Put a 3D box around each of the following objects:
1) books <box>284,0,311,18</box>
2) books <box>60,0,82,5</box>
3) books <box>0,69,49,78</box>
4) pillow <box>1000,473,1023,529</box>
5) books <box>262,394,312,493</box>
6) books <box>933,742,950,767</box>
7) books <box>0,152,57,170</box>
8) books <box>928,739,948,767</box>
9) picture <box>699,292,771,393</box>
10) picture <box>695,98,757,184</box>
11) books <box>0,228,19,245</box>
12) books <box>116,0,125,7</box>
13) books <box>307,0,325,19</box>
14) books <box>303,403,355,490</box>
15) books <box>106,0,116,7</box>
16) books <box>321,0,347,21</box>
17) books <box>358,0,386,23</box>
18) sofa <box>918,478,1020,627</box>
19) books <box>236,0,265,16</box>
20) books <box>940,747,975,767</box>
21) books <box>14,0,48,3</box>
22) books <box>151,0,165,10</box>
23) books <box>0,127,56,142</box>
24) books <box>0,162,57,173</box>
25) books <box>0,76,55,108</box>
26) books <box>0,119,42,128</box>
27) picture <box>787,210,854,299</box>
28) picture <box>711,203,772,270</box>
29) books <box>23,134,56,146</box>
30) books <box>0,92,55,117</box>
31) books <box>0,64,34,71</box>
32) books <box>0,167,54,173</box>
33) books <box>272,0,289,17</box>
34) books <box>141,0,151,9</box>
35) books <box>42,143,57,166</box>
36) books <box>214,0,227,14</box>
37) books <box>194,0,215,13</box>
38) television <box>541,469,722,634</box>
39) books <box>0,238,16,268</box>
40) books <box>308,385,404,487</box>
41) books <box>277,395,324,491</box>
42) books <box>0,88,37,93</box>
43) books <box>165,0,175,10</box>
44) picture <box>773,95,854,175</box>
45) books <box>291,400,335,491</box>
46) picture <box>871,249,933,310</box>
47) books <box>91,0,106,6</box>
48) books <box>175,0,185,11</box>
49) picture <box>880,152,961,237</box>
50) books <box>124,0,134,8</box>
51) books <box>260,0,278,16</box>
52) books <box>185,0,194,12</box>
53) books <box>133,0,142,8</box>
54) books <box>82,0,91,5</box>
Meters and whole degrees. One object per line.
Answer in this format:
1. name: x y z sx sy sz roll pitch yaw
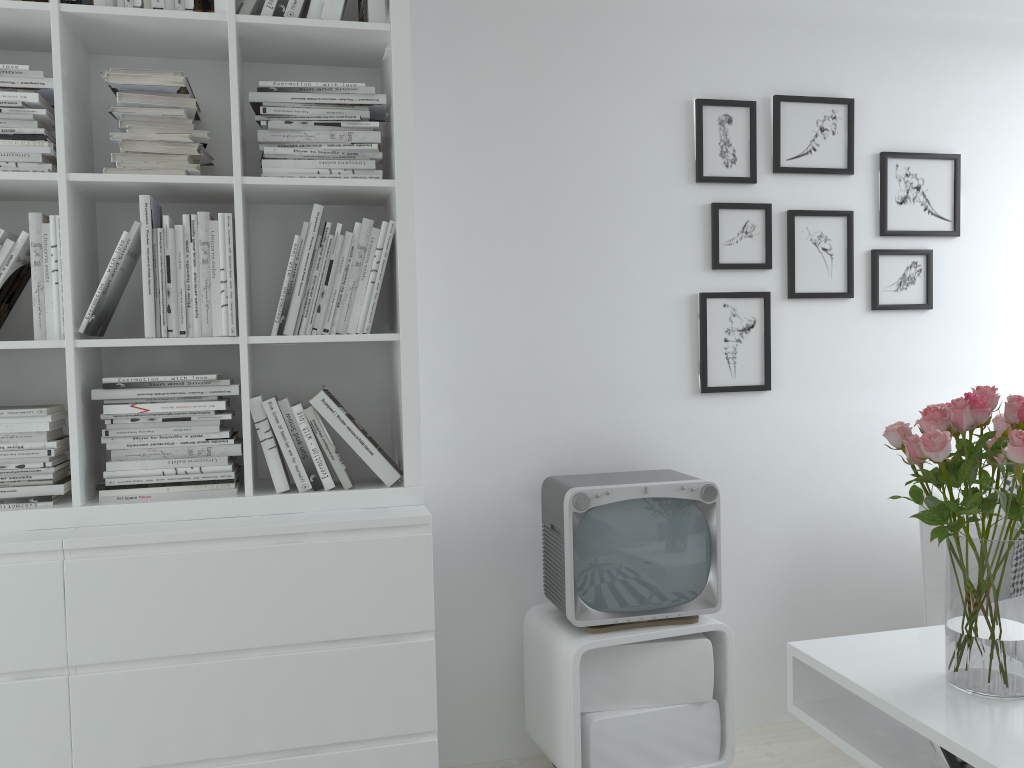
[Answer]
1. books: -0.515 -0.993 2.216 0.112 0.235 0.172 -2 2 -13
2. books: -1.017 -0.972 2.066 0.042 0.231 0.140 -2 2 -13
3. books: -1.226 -0.706 2.067 0.285 0.012 0.159 -2 2 -13
4. pillow: 1.973 0.452 1.552 0.676 0.513 2.488 -2 2 -12
5. books: -0.564 0.146 2.226 0.112 0.235 0.172 -2 2 -13
6. books: 0.933 0.720 1.719 0.191 0.014 0.254 -1 2 11
7. books: -1.229 -0.517 2.081 0.273 0.021 0.174 -2 2 -13
8. books: 0.932 0.734 1.715 0.191 0.014 0.259 -1 2 13
9. picture: 0.687 -0.129 2.725 0.232 0.306 0.019 -2 2 -13
10. picture: 0.651 -0.736 2.695 0.196 0.248 0.018 -2 2 -13
11. books: -1.248 -0.230 2.088 0.153 0.253 0.159 -2 2 -13
12. books: -0.912 -0.936 2.081 0.018 0.153 0.110 -2 2 -13
13. books: -0.476 -0.997 2.236 0.093 0.239 0.172 -2 2 -13
14. books: -0.466 0.154 2.251 0.118 0.213 0.161 -2 2 -13
15. books: -0.931 -0.942 2.077 0.020 0.167 0.120 -2 2 -13
16. books: -0.436 -1.000 2.239 0.105 0.242 0.174 -2 2 -13
17. books: -0.359 -1.026 2.247 0.053 0.290 0.176 -2 2 -13
18. sofa: 1.941 0.717 1.554 0.917 0.768 2.647 -2 2 -13
19. books: -0.622 -0.963 2.192 0.127 0.210 0.161 -2 2 -13
20. books: 0.939 0.707 1.714 0.207 0.012 0.257 -1 2 15
21. books: -1.114 -0.977 2.055 0.118 0.251 0.170 -2 2 -13
22. books: -0.836 -0.955 2.114 0.030 0.184 0.134 -2 2 -13
23. books: -1.237 -0.579 2.095 0.288 0.016 0.182 -2 2 -13
24. books: -1.228 -0.498 2.087 0.288 0.016 0.182 -2 2 -18
25. books: -1.231 -0.686 2.076 0.331 0.025 0.176 -2 2 -13
26. books: -1.243 -0.595 2.078 0.263 0.017 0.167 -2 2 -18
27. picture: 0.970 -0.406 2.785 0.225 0.274 0.018 -2 2 -13
28. picture: 0.705 -0.452 2.719 0.196 0.202 0.018 -2 2 -13
29. books: -1.227 -0.563 2.097 0.288 0.016 0.182 -2 2 -9
30. books: -1.231 -0.651 2.072 0.273 0.021 0.174 -2 2 -13
31. books: -1.242 -0.718 2.066 0.254 0.012 0.161 -2 2 -13
32. books: -1.218 -0.482 2.074 0.288 0.016 0.182 -2 2 -13
33. books: -0.547 -0.990 2.211 0.104 0.232 0.152 -2 2 -13
34. books: -0.861 -0.951 2.106 0.022 0.178 0.128 -2 2 -13
35. books: -1.226 -0.540 2.083 0.296 0.028 0.180 -2 2 -18
36. books: -0.696 -0.963 2.141 0.036 0.191 0.139 -2 2 -13
37. books: -0.737 -0.964 2.134 0.045 0.196 0.136 -2 2 -13
38. television: 0.317 0.441 2.385 0.414 0.374 0.273 -2 2 -13
39. books: -1.226 -0.216 2.096 0.146 0.236 0.167 -2 2 -13
40. books: -0.401 0.130 2.270 0.226 0.255 0.176 -2 2 -13
41. books: -0.533 0.147 2.236 0.104 0.232 0.152 -2 2 -13
42. books: -1.242 -0.668 2.074 0.254 0.013 0.161 -2 2 -18
43. books: -0.809 -0.953 2.113 0.021 0.178 0.128 -2 2 -13
44. picture: 0.941 -0.773 2.762 0.275 0.236 0.021 -2 2 -13
45. books: -0.505 0.152 2.247 0.101 0.218 0.161 -2 2 -13
46. picture: 1.258 -0.336 2.857 0.218 0.194 0.017 -2 2 -13
47. books: -0.955 -0.939 2.065 0.032 0.162 0.106 -2 2 -13
48. books: -0.788 -0.954 2.116 0.022 0.179 0.128 -2 2 -13
49. picture: 1.318 -0.610 2.861 0.290 0.266 0.019 -2 2 -13
50. books: -0.893 -0.937 2.084 0.019 0.153 0.110 -2 2 -13
51. books: -0.576 -0.983 2.208 0.101 0.218 0.161 -2 2 -13
52. books: -0.770 -0.965 2.127 0.020 0.200 0.127 -2 2 -13
53. books: -0.878 -0.947 2.093 0.018 0.171 0.109 -2 2 -13
54. books: -0.979 -0.941 2.059 0.017 0.167 0.107 -2 2 -13
